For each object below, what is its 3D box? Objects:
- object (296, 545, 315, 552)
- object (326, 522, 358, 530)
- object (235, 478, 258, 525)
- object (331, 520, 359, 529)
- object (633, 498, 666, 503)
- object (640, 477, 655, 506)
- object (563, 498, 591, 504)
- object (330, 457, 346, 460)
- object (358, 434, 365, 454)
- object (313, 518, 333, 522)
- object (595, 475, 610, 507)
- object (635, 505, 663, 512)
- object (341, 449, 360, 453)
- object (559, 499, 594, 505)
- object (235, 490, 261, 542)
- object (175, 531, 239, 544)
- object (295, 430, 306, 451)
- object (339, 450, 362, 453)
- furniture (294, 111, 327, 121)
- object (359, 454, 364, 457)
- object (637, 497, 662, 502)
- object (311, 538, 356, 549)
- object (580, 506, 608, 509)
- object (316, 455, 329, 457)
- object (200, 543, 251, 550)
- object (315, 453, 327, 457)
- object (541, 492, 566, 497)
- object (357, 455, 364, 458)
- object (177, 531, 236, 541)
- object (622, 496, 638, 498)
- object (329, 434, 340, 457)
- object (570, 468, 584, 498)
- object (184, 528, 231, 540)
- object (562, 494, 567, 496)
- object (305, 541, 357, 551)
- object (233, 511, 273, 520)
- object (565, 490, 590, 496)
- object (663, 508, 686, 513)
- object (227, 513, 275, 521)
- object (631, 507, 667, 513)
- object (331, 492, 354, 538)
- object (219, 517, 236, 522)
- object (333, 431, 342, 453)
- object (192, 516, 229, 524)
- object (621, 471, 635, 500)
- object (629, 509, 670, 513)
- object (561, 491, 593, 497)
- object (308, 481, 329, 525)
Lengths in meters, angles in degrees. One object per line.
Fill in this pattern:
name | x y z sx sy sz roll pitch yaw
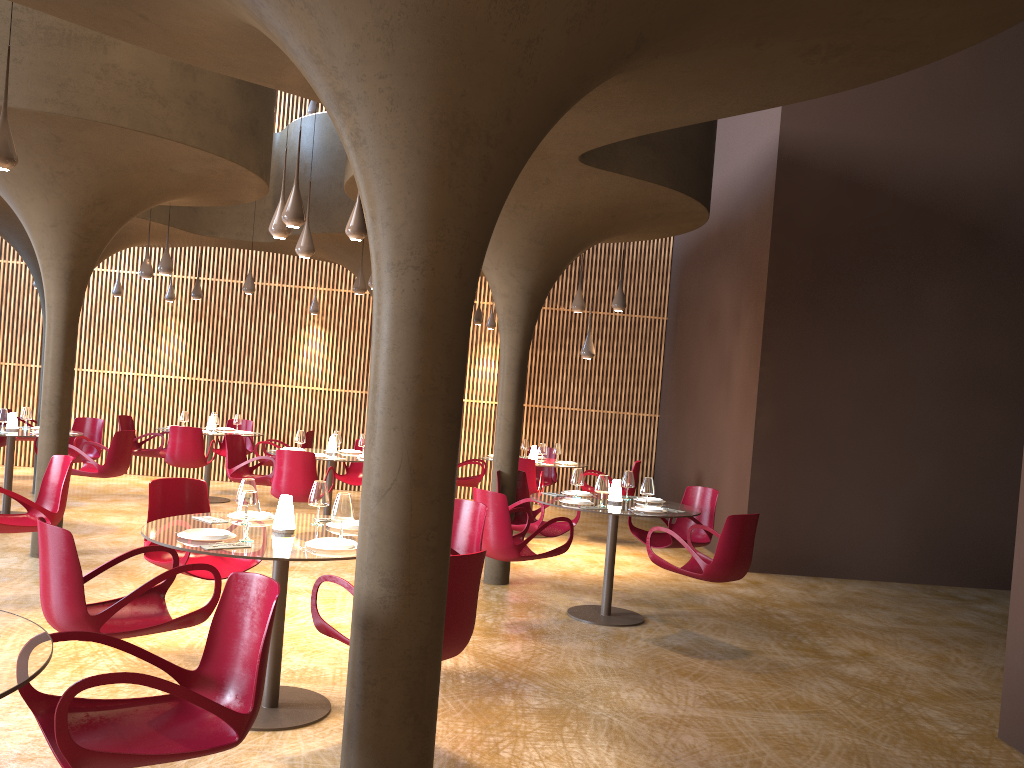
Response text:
object | -1.058 0.956 5.239 0.204 0.012 0.411 4 -1 43
object | -1.090 0.961 5.993 0.332 0.014 0.332 5 -1 1
object | -1.738 0.770 5.808 0.142 0.295 0.142 4 1 -37
object | -1.089 0.952 5.993 0.263 0.029 0.263 5 -1 -5
object | 1.411 1.199 9.101 0.331 0.014 0.332 4 -1 14
object | 1.302 1.046 8.521 0.142 0.295 0.142 4 1 -19
object | 0.614 1.117 8.425 0.263 0.029 0.263 4 -1 44
object | -2.186 0.939 11.135 0.126 0.017 0.262 4 -1 12
object | -1.990 0.819 11.874 0.142 0.295 0.142 4 1 -29
object | -1.260 0.958 6.243 0.262 0.017 0.126 5 -1 -38
object | 0.852 1.008 8.375 0.142 0.295 0.142 5 1 2
object | 1.282 1.169 8.290 0.263 0.029 0.263 5 -1 -17
object | -2.231 0.932 12.261 0.263 0.029 0.263 5 -1 -2
object | 0.613 1.127 8.425 0.332 0.014 0.331 5 -1 -17
object | -1.553 0.778 5.217 0.142 0.295 0.142 5 1 -9
object | -1.800 0.896 5.225 0.410 0.012 0.204 4 -1 44
object | -2.776 0.753 11.618 0.142 0.295 0.142 5 1 35
object | -2.232 0.941 12.262 0.332 0.014 0.331 5 -1 -21
furniture | -2.589 -3.355 13.119 2.528 1.048 0.901 4 0 38
object | -1.883 0.953 11.675 0.263 0.029 0.263 5 -1 5
object | 1.412 1.189 9.100 0.263 0.029 0.263 5 -1 -44
object | -1.054 0.946 5.242 0.263 0.029 0.263 4 -1 18
object | 0.750 1.142 8.156 0.262 0.017 0.126 5 -1 -31
object | -2.477 0.910 11.215 0.332 0.014 0.331 5 -1 -14
object | -1.611 0.915 4.985 0.262 0.017 0.126 5 -1 -42
object | -2.476 0.900 11.215 0.263 0.029 0.263 4 -1 15
object | 0.418 1.125 9.012 0.126 0.017 0.261 5 -1 -36
object | -1.883 0.963 11.675 0.331 0.014 0.332 4 -1 30
object | -1.796 0.895 5.222 0.332 0.014 0.331 5 -1 -6
object | 1.256 1.196 9.360 0.262 0.017 0.126 5 -1 -34
object | -2.277 0.790 11.349 0.142 0.295 0.142 4 1 -12
object | 0.658 0.999 8.941 0.142 0.295 0.142 5 1 31
object | -1.796 0.886 5.222 0.263 0.029 0.263 4 -1 33
object | 0.676 1.142 9.178 0.411 0.012 0.204 5 -1 -40
object | -1.055 0.955 5.242 0.331 0.014 0.332 4 -1 21
object | -1.768 0.898 6.042 0.263 0.029 0.263 4 -1 33
object | 0.674 1.130 9.174 0.263 0.029 0.263 4 -1 25
object | 1.522 1.208 8.471 0.126 0.017 0.261 5 -1 -40
object | -1.769 0.907 6.042 0.332 0.014 0.332 5 -1 4
object | 1.281 1.179 8.290 0.332 0.014 0.331 5 -1 -21
object | -1.047 0.821 5.473 0.142 0.295 0.142 5 1 23
object | -1.767 0.909 6.046 0.204 0.012 0.411 4 -1 38
object | -2.399 0.789 12.110 0.142 0.295 0.142 5 1 29
object | -1.987 0.894 5.833 0.261 0.017 0.126 4 -1 43
object | 1.192 1.044 9.131 0.142 0.295 0.142 5 1 10
object | 1.278 1.180 8.287 0.411 0.012 0.204 5 -1 -44
object | 0.673 1.140 9.174 0.332 0.014 0.331 5 -1 -20
object | -1.310 0.806 6.010 0.142 0.295 0.142 5 1 29
